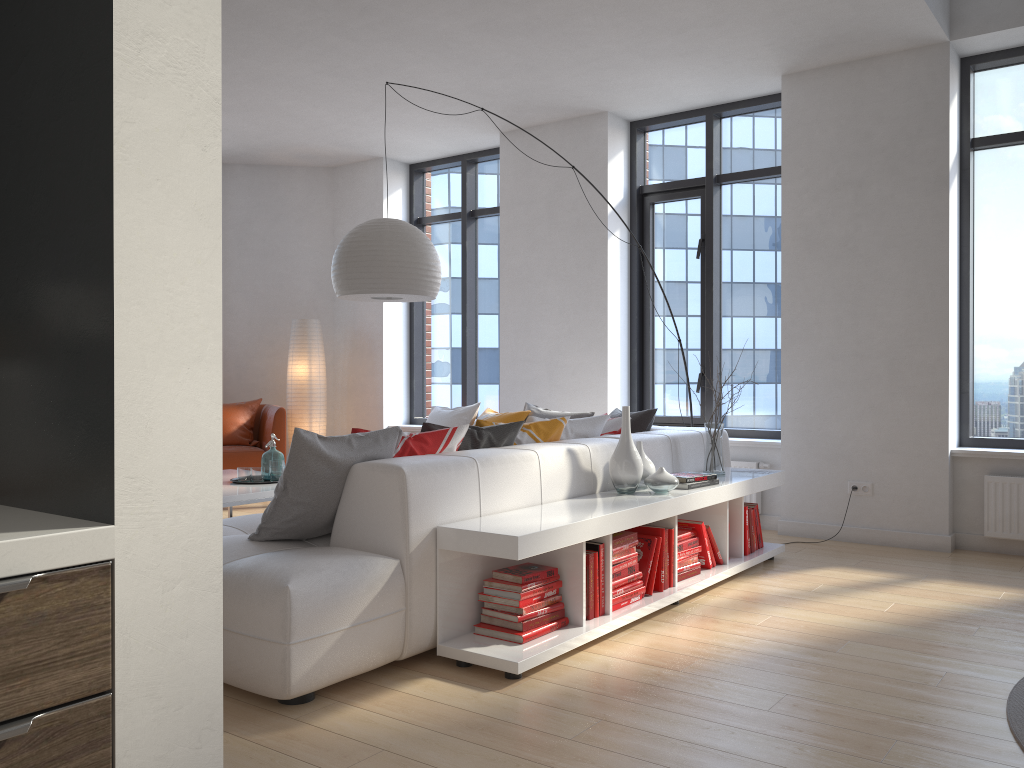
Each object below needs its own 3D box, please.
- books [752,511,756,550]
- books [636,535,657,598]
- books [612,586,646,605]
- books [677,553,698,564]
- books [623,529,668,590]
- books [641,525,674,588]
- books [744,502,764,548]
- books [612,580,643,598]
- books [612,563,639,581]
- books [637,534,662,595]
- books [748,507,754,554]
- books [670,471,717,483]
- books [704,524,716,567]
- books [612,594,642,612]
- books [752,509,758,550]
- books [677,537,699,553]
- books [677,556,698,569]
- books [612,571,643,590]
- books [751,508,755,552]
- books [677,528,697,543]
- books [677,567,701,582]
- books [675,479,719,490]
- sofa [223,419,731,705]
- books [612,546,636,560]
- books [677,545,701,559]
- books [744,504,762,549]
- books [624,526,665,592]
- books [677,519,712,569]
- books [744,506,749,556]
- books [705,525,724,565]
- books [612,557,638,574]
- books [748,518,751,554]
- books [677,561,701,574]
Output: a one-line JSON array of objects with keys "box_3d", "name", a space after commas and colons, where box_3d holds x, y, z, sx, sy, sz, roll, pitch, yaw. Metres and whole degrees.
[{"box_3d": [1.251, 0.798, 4.880, 0.165, 0.230, 0.081, 0, 0, 36], "name": "books"}, {"box_3d": [0.526, 0.796, 3.907, 0.188, 0.247, 0.144, 0, 0, 36], "name": "books"}, {"box_3d": [0.412, 0.878, 3.733, 0.188, 0.030, 0.282, 0, 0, 37], "name": "books"}, {"box_3d": [0.758, 0.822, 4.240, 0.178, 0.023, 0.236, 0, 0, 36], "name": "books"}, {"box_3d": [0.603, 0.785, 4.027, 0.215, 0.270, 0.038, 0, 0, 36], "name": "books"}, {"box_3d": [0.657, 0.785, 4.060, 0.181, 0.269, 0.028, 0, 0, 36], "name": "books"}, {"box_3d": [1.296, 0.785, 4.966, 0.198, 0.255, 0.116, 0, 0, 36], "name": "books"}, {"box_3d": [0.408, 0.851, 3.734, 0.187, 0.026, 0.266, 0, 0, 36], "name": "books"}, {"box_3d": [0.376, 0.788, 3.753, 0.206, 0.039, 0.279, 0, 0, 37], "name": "books"}, {"box_3d": [0.556, 0.796, 3.936, 0.192, 0.245, 0.115, 0, 0, 36], "name": "books"}, {"box_3d": [1.209, 0.789, 4.831, 0.199, 0.252, 0.076, 0, 0, 36], "name": "books"}, {"box_3d": [0.856, 0.457, 4.349, 0.238, 0.027, 0.188, 0, 0, -40], "name": "books"}, {"box_3d": [0.913, 0.801, 4.437, 0.171, 0.232, 0.148, 0, 0, 38], "name": "books"}, {"box_3d": [0.396, 0.907, 3.741, 0.200, 0.029, 0.274, 0, 0, 36], "name": "books"}, {"box_3d": [1.262, 0.797, 4.902, 0.178, 0.233, 0.083, 0, 0, 36], "name": "books"}, {"box_3d": [0.745, 0.763, 4.257, 0.206, 0.039, 0.279, 0, 0, 35], "name": "books"}, {"box_3d": [0.752, 0.845, 4.247, 0.182, 0.025, 0.257, 0, 0, 36], "name": "books"}, {"box_3d": [0.381, 0.823, 3.758, 0.227, 0.032, 0.301, 0, 0, 36], "name": "books"}, {"box_3d": [1.234, 0.792, 4.849, 0.175, 0.247, 0.066, 0, 0, 36], "name": "books"}, {"box_3d": [0.721, 0.728, 4.267, 0.227, 0.032, 0.301, 0, 0, 36], "name": "books"}, {"box_3d": [0.750, 0.900, 4.247, 0.206, 0.034, 0.259, 0, 0, 39], "name": "books"}, {"box_3d": [0.836, 0.484, 4.365, 0.245, 0.026, 0.300, 0, 0, 41], "name": "books"}, {"box_3d": [-0.709, 0.629, 4.764, 2.614, 0.732, 3.424, 0, 0, 36], "name": "sofa"}, {"box_3d": [0.379, 0.706, 3.736, 0.182, 0.025, 0.257, 0, 0, 36], "name": "books"}, {"box_3d": [0.759, 0.796, 4.250, 0.191, 0.027, 0.261, 0, 0, 40], "name": "books"}, {"box_3d": [1.280, 0.789, 4.938, 0.187, 0.249, 0.119, 0, 0, 36], "name": "books"}, {"box_3d": [0.594, 0.780, 3.987, 0.199, 0.282, 0.046, 0, 0, 36], "name": "books"}, {"box_3d": [0.880, 0.792, 4.403, 0.192, 0.248, 0.134, 0, 0, 36], "name": "books"}, {"box_3d": [1.174, 0.780, 4.774, 0.198, 0.268, 0.050, 0, 0, 36], "name": "books"}, {"box_3d": [0.946, 0.807, 4.482, 0.188, 0.223, 0.186, 0, 0, 37], "name": "books"}, {"box_3d": [0.388, 0.755, 3.742, 0.191, 0.027, 0.261, 0, 0, 32], "name": "books"}, {"box_3d": [1.195, 0.785, 4.798, 0.185, 0.262, 0.056, 0, 0, 36], "name": "books"}, {"box_3d": [0.751, 0.871, 4.234, 0.187, 0.026, 0.266, 0, 0, 42], "name": "books"}]
